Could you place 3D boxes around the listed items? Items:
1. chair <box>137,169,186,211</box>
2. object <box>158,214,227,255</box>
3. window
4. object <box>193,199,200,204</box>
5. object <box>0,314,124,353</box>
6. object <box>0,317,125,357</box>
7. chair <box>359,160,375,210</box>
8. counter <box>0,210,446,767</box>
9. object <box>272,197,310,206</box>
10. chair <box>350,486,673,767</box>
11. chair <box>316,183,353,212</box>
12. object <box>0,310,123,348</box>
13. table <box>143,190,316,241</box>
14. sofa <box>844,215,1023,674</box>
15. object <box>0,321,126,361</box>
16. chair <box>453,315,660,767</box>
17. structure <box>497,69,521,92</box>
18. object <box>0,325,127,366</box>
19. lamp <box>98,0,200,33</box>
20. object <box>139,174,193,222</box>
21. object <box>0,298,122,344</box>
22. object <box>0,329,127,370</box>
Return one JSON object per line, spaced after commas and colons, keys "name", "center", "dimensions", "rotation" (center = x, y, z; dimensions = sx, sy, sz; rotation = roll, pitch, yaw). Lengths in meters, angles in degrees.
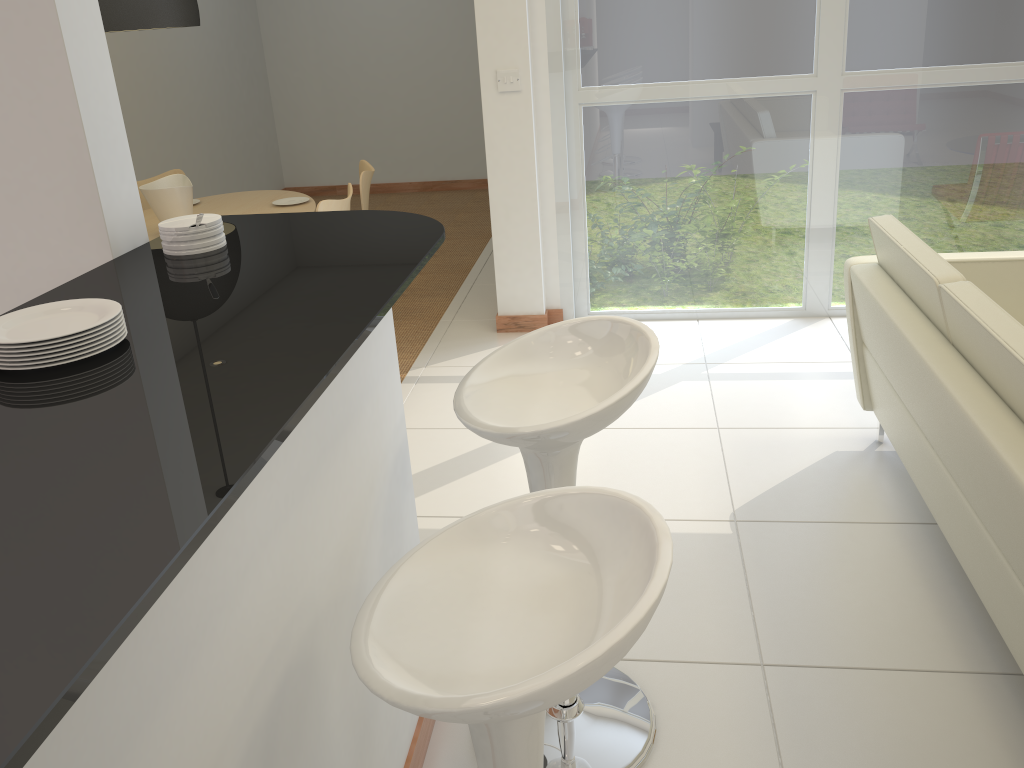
{"name": "chair", "center": [-1.976, -0.789, 5.305], "dimensions": [0.518, 0.889, 0.529], "rotation": [9, 25, 31]}
{"name": "object", "center": [-0.736, -0.354, 2.015], "dimensions": [0.140, 0.096, 0.177], "rotation": [-3, 22, 2]}
{"name": "window", "center": [1.891, -1.607, 4.297], "dimensions": [3.432, 2.663, 0.123], "rotation": [-1, 21, 9]}
{"name": "object", "center": [-1.949, -1.062, 5.224], "dimensions": [0.211, 0.015, 0.214], "rotation": [-9, 23, -12]}
{"name": "object", "center": [-0.732, -0.084, 1.415], "dimensions": [0.212, 0.015, 0.212], "rotation": [-20, 28, -34]}
{"name": "object", "center": [-0.731, -0.078, 1.418], "dimensions": [0.212, 0.015, 0.212], "rotation": [-20, 28, -34]}
{"name": "chair", "center": [-1.014, -0.814, 5.199], "dimensions": [0.516, 0.889, 0.531], "rotation": [-7, 21, -7]}
{"name": "counter", "center": [-0.674, 0.149, 0.963], "dimensions": [0.735, 0.019, 3.024], "rotation": [-1, 23, 8]}
{"name": "object", "center": [-1.261, -1.040, 5.056], "dimensions": [0.211, 0.015, 0.213], "rotation": [-15, 25, -24]}
{"name": "chair", "center": [0.014, 0.677, 1.358], "dimensions": [0.465, 1.001, 0.465], "rotation": [3, 22, 19]}
{"name": "chair", "center": [-1.022, -0.531, 4.533], "dimensions": [0.515, 0.889, 0.531], "rotation": [-1, 21, 9]}
{"name": "object", "center": [-0.732, -0.090, 1.413], "dimensions": [0.212, 0.015, 0.212], "rotation": [-20, 28, -34]}
{"name": "table", "center": [-1.689, -0.420, 4.603], "dimensions": [1.279, 0.715, 2.307], "rotation": [0, 23, 9]}
{"name": "sofa", "center": [1.561, 0.294, 2.101], "dimensions": [1.000, 0.905, 2.616], "rotation": [-1, 23, 8]}
{"name": "object", "center": [-0.731, -0.071, 1.420], "dimensions": [0.212, 0.015, 0.212], "rotation": [-20, 28, -34]}
{"name": "chair", "center": [0.108, 0.381, 2.039], "dimensions": [0.465, 1.001, 0.465], "rotation": [-6, 21, -5]}
{"name": "structure", "center": [-0.017, -1.520, 4.434], "dimensions": [0.114, 0.102, 0.013], "rotation": [-1, 21, 9]}
{"name": "object", "center": [-0.730, -0.065, 1.423], "dimensions": [0.212, 0.015, 0.212], "rotation": [-20, 28, -34]}
{"name": "lamp", "center": [-1.817, -2.345, 3.902], "dimensions": [0.594, 1.465, 0.606], "rotation": [0, 21, 10]}
{"name": "object", "center": [-1.706, -0.886, 4.439], "dimensions": [0.263, 0.275, 0.274], "rotation": [16, 29, 41]}
{"name": "object", "center": [-0.733, -0.097, 1.411], "dimensions": [0.212, 0.015, 0.212], "rotation": [-20, 28, -34]}
{"name": "object", "center": [-0.730, -0.058, 1.425], "dimensions": [0.212, 0.015, 0.212], "rotation": [-20, 28, -34]}
